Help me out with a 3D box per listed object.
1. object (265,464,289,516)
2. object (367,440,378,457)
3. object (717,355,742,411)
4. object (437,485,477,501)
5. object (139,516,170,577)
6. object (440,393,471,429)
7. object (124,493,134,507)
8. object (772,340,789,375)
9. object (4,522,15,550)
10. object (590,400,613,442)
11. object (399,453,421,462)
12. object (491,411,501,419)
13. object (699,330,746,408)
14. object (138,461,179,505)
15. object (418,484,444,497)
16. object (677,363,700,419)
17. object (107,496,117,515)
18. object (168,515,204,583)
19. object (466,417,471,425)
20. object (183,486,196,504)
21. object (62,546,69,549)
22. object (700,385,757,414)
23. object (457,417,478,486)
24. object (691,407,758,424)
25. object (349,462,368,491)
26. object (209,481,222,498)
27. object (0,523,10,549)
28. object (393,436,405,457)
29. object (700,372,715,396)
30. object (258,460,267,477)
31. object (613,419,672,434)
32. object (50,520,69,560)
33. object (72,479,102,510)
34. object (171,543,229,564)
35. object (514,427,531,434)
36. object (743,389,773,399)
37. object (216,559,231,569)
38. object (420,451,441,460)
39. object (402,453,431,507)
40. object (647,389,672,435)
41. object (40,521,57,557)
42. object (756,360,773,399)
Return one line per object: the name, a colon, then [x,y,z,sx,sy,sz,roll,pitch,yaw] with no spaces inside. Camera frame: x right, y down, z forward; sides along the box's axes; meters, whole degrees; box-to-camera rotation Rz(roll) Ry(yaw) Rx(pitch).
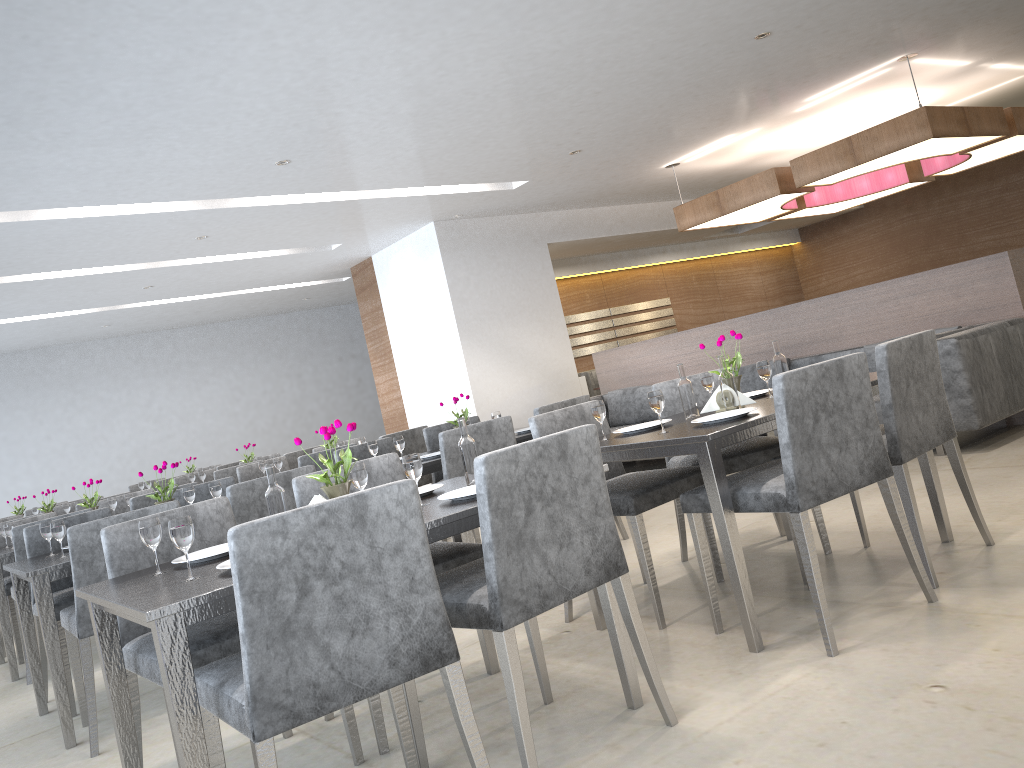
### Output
object: [-0.621,0.312,2.331,0.052,0.202,0.052,-14,-4,18]
object: [-0.706,0.362,4.537,0.053,0.140,0.053,-14,-4,12]
object: [0.732,0.001,3.002,0.052,0.202,0.051,-13,-4,6]
object: [-0.091,0.284,2.345,0.215,0.015,0.218,-13,0,32]
object: [-0.892,0.404,2.201,0.053,0.140,0.053,-14,-4,12]
object: [-0.270,0.191,4.653,0.156,0.278,0.103,-10,-5,-38]
object: [-2.230,0.711,5.170,0.053,0.140,0.053,-13,-4,6]
object: [1.073,-0.077,3.533,0.052,0.202,0.051,-13,-4,6]
object: [-2.697,0.818,4.758,0.053,0.140,0.053,-13,-4,6]
object: [0.311,0.128,3.096,0.053,0.140,0.053,-14,-4,12]
object: [-0.584,0.397,4.647,0.218,0.015,0.214,-13,0,-36]
object: [-0.074,0.217,4.715,0.053,0.140,0.053,-14,-4,12]
object: [0.781,-0.050,3.164,0.156,0.278,0.103,-10,-5,-38]
object: [-1.475,0.468,3.753,0.156,0.278,0.103,-10,-5,-38]
object: [-0.309,0.334,2.655,0.215,0.015,0.218,-13,0,32]
object: [0.631,0.024,3.202,0.052,0.202,0.051,-13,-4,6]
object: [-2.403,0.751,5.334,0.053,0.140,0.053,-13,-4,6]
object: [-0.727,0.366,1.967,0.053,0.140,0.053,-14,-4,12]
object: [-0.248,0.257,4.879,0.053,0.140,0.053,-14,-4,12]
object: [-1.444,0.531,3.974,0.053,0.140,0.053,-13,-4,6]
object: [-1.790,0.674,3.747,0.218,0.015,0.214,-13,0,-36]
object: [0.752,0.047,3.116,0.201,0.100,0.070,-13,-3,24]
object: [-0.131,0.199,2.634,0.052,0.202,0.052,-14,-4,18]
object: [0.685,0.106,2.849,0.215,0.015,0.218,-13,0,34]
object: [-0.434,0.299,2.543,0.053,0.140,0.053,-14,-4,12]
object: [-1.270,0.491,3.810,0.053,0.140,0.053,-14,-4,12]
object: [-2.862,0.856,4.992,0.053,0.140,0.053,-13,-4,6]
object: [-0.541,0.324,4.303,0.053,0.140,0.053,-14,-4,12]
object: [0.769,0.023,3.439,0.053,0.140,0.053,-14,-4,12]
object: [-1.651,0.579,5.875,0.053,0.140,0.053,-14,-4,12]
object: [0.467,0.156,3.158,0.215,0.015,0.218,-13,0,34]
object: [-1.737,0.598,3.398,0.053,0.140,0.053,-14,-4,12]
object: [-2.433,0.687,5.110,0.156,0.278,0.103,-10,-5,-38]
object: [-0.774,0.441,2.307,0.215,0.015,0.218,-13,0,32]
object: [0.098,0.241,4.685,0.218,0.015,0.214,-13,0,-36]
object: [0.931,0.050,3.505,0.215,0.015,0.218,-13,0,34]
object: [-0.556,0.391,1.998,0.215,0.015,0.218,-13,0,32]
object: [-0.366,0.347,4.338,0.218,0.015,0.214,-13,0,-36]
object: [-0.260,0.259,2.379,0.053,0.140,0.053,-14,-4,12]
object: [0.476,0.090,2.862,0.053,0.140,0.053,-14,-4,12]
object: [-1.902,0.636,3.632,0.053,0.140,0.053,-13,-4,6]
object: [0.943,-0.017,3.275,0.053,0.140,0.053,-14,-4,12]
